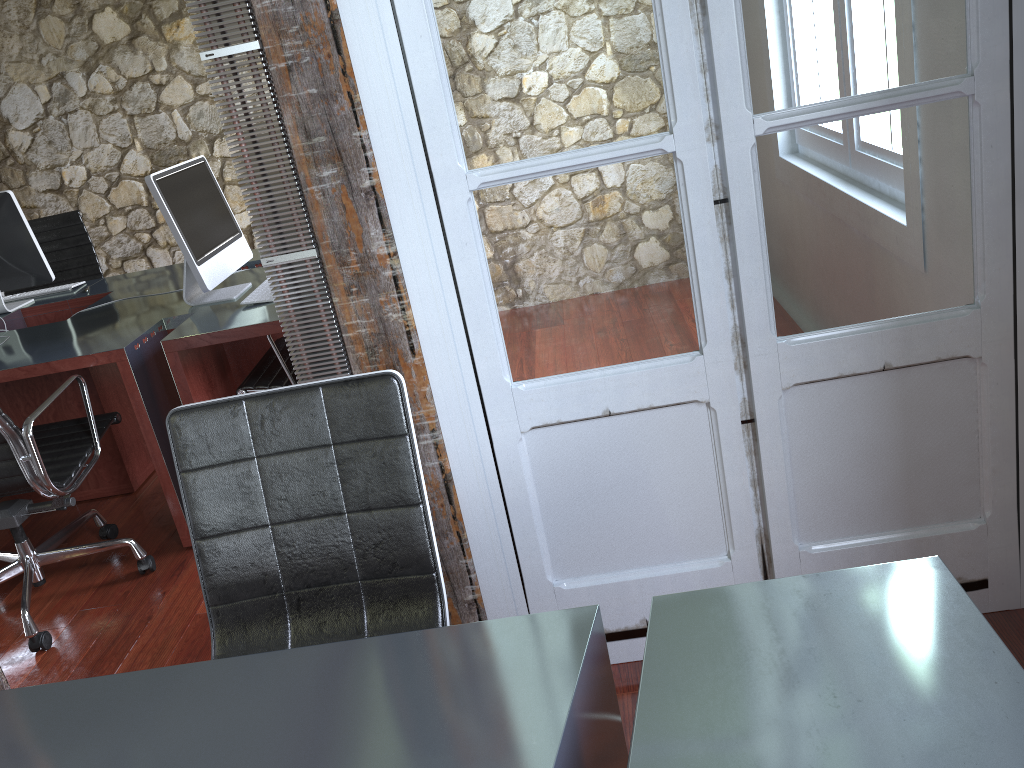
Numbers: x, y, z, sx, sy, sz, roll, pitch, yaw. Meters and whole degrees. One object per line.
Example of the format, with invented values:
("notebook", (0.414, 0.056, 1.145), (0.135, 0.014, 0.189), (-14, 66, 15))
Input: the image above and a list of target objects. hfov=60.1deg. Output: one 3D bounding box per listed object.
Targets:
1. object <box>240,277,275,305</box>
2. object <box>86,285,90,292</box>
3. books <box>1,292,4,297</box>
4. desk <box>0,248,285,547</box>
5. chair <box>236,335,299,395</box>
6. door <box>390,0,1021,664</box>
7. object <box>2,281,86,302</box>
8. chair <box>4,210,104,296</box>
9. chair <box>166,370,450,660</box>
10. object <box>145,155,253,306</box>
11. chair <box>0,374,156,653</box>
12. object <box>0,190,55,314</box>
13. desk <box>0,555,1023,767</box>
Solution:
("object", (-0.848, -0.357, 3.174), (0.118, 0.017, 0.447), (-10, 21, 6))
("object", (-1.851, -0.418, 3.865), (0.011, 0.011, 0.151), (-18, 22, -16))
("books", (-2.693, -0.416, 4.737), (0.058, 0.236, 0.201), (-10, 20, 6))
("desk", (-1.821, 0.089, 3.574), (2.504, 0.716, 1.324), (-10, 21, 6))
("chair", (-0.631, -0.156, 3.179), (0.698, 1.006, 0.677), (-8, 20, 10))
("door", (0.394, -0.410, 1.705), (1.159, 2.146, 0.041), (-10, 19, 6))
("object", (-2.157, -0.411, 3.997), (0.438, 0.017, 0.121), (-10, 21, 5))
("chair", (-2.166, -0.250, 4.225), (0.665, 1.006, 0.711), (-11, 20, 2))
("chair", (-0.321, 0.533, 1.418), (0.474, 0.904, 0.612), (-10, 20, 6))
("object", (-1.110, -0.542, 3.146), (0.189, 0.477, 0.492), (-10, 20, 6))
("chair", (-1.591, 0.219, 2.736), (0.665, 1.006, 0.711), (-12, 20, 1))
("object", (-2.235, -0.534, 3.717), (0.483, 0.477, 0.193), (-10, 19, 6))
("desk", (-0.107, 0.971, 0.543), (1.444, 0.643, 1.744), (-10, 21, 6))
